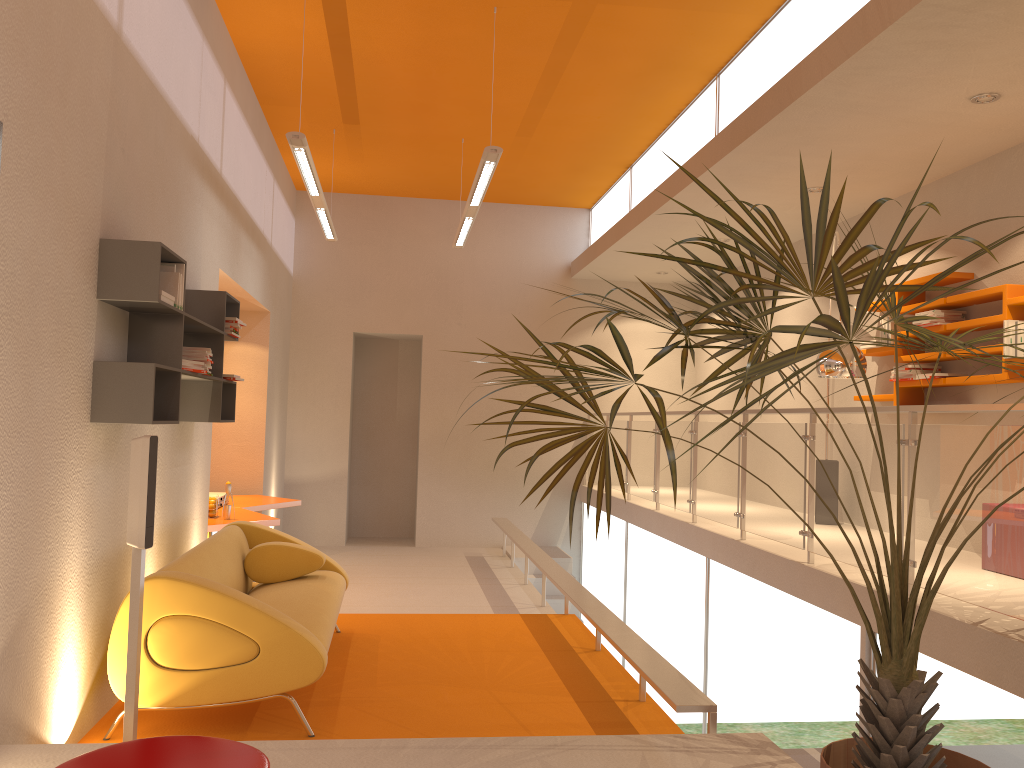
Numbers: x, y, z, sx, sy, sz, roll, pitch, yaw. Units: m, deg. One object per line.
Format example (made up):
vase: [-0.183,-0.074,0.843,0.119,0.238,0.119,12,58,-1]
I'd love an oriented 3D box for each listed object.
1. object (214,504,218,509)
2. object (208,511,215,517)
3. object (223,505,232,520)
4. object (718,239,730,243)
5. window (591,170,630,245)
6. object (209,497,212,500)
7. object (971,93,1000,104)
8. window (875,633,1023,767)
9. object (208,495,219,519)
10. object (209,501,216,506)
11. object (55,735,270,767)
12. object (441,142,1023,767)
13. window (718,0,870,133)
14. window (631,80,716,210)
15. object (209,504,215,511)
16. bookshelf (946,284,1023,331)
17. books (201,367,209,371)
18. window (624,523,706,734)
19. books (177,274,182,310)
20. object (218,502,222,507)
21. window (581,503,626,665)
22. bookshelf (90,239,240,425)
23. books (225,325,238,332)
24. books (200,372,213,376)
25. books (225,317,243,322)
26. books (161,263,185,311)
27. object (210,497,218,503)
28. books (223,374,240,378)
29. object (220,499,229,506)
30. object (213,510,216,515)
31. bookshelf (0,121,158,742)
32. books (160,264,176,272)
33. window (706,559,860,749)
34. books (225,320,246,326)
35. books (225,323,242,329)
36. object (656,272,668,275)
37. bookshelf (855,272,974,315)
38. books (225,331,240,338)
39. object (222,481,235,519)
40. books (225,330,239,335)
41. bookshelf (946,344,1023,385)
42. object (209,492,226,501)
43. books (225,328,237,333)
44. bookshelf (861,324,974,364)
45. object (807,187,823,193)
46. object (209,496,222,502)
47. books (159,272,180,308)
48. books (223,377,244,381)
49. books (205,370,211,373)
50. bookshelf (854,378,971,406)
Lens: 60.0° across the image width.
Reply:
object: [-2.314,0.944,6.885,0.063,0.051,0.053,2,-2,-4]
object: [-2.294,0.992,6.770,0.053,0.053,0.061,3,-3,-18]
object: [-2.160,0.973,6.726,0.060,0.106,0.060,1,-3,25]
object: [2.056,-1.421,8.676,0.143,0.059,0.143,4,-3,-36]
window: [1.130,-1.914,10.315,0.006,0.660,1.894,2,-2,-8]
object: [-2.354,0.899,6.880,0.063,0.051,0.053,2,-3,-15]
object: [2.570,-1.569,4.814,0.143,0.059,0.143,4,-3,-36]
window: [1.549,0.941,1.007,0.908,1.393,6.719,1,-2,12]
object: [-2.369,0.936,6.811,0.207,0.174,0.189,2,-2,-8]
object: [-2.299,0.914,6.805,0.053,0.051,0.063,3,-3,-17]
object: [-0.664,0.940,1.611,0.391,0.450,0.420,1,-3,22]
object: [1.319,0.427,2.812,3.098,2.600,3.241,2,-2,1]
window: [1.743,-2.091,5.717,0.006,0.660,2.241,2,-2,-8]
window: [1.425,-1.999,8.102,0.006,0.660,2.494,2,-2,-8]
object: [-2.295,0.941,6.762,0.053,0.055,0.060,3,-3,-19]
bookshelf: [3.058,-0.484,5.311,0.220,0.220,1.150,2,-2,-8]
books: [-1.764,-0.084,4.855,0.190,0.015,0.254,2,-3,-16]
window: [1.275,3.240,7.788,0.006,3.760,2.311,2,-2,-8]
books: [-1.689,-0.442,4.202,0.230,0.169,0.027,2,-2,-8]
object: [-2.571,1.016,7.366,0.262,0.049,0.349,2,-2,-8]
window: [0.980,3.325,10.001,0.006,3.760,2.078,2,-2,-8]
bookshelf: [-1.787,-0.187,4.791,0.252,0.790,2.000,2,-2,-8]
books: [-1.837,-0.351,5.558,0.190,0.015,0.254,2,-2,-6]
books: [-1.769,-0.059,4.867,0.210,0.013,0.297,2,-2,-12]
books: [-1.820,-0.400,5.544,0.226,0.017,0.230,2,-2,-8]
books: [-1.695,-0.469,4.253,0.230,0.227,0.017,2,-2,-8]
object: [-2.306,0.904,6.858,0.057,0.060,0.052,1,-3,16]
books: [-1.832,-0.050,5.537,0.226,0.017,0.230,2,-2,-8]
object: [-2.624,1.029,7.717,0.250,0.049,0.349,2,-2,-8]
object: [-2.308,0.995,6.828,0.061,0.053,0.053,3,-3,-20]
bookshelf: [-1.405,0.381,1.913,0.322,2.145,3.370,2,-2,-5]
books: [-1.698,-0.464,4.177,0.207,0.210,0.021,2,-2,-8]
window: [1.332,2.183,2.179,0.481,5.399,8.922,2,-2,5]
books: [-1.818,-0.383,5.557,0.254,0.015,0.190,2,-2,-1]
books: [-1.824,-0.367,5.557,0.230,0.017,0.226,2,-2,-12]
object: [1.798,-1.346,10.609,0.143,0.059,0.143,4,-3,-36]
bookshelf: [2.908,-0.617,6.489,0.220,0.220,1.150,2,-2,-8]
books: [-1.834,-0.311,5.550,0.210,0.013,0.297,2,-2,-8]
object: [-2.166,0.882,6.741,0.101,0.288,0.088,4,-3,-37]
books: [-1.834,-0.323,5.555,0.190,0.011,0.268,2,-2,-6]
bookshelf: [3.047,-0.127,5.296,0.220,0.220,1.150,2,-2,-8]
object: [-2.616,0.981,7.720,0.262,0.049,0.349,2,-2,-8]
books: [-1.836,-0.336,5.565,0.190,0.015,0.254,2,-2,-11]
bookshelf: [2.897,-0.262,6.474,0.220,0.220,1.150,2,-2,-8]
object: [2.313,-1.495,6.745,0.143,0.059,0.143,4,-3,-36]
object: [-2.569,0.967,7.368,0.262,0.049,0.349,2,-2,-8]
books: [-1.680,-0.444,4.148,0.230,0.169,0.023,2,-2,-8]
books: [-1.830,-0.033,5.549,0.254,0.015,0.190,2,-2,-1]
books: [-1.768,-0.071,4.864,0.190,0.011,0.268,2,-2,-11]
bookshelf: [2.886,0.096,6.459,0.220,0.220,1.150,2,-2,-8]
